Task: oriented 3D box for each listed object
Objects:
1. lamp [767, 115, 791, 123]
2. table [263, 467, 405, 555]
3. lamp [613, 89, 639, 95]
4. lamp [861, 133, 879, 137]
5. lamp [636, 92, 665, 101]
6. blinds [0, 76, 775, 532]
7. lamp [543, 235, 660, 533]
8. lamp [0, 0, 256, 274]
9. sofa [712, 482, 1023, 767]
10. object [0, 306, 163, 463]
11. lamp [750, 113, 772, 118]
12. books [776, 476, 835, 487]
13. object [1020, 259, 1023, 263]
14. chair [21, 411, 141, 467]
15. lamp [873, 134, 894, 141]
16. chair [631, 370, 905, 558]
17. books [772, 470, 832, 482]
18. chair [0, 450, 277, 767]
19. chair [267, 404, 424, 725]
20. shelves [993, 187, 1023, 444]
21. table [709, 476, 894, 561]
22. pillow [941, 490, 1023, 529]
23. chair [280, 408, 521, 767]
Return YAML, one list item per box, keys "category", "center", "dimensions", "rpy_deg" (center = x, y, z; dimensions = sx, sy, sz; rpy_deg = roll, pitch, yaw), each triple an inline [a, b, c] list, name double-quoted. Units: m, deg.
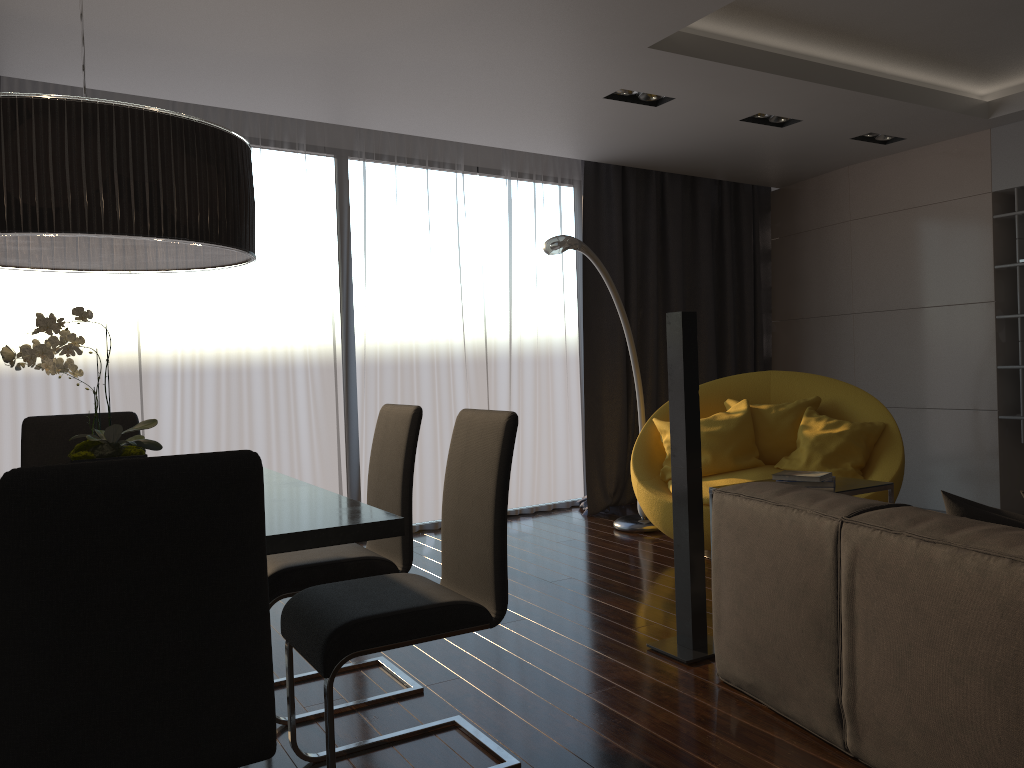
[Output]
- category: "lamp"
  center: [1.624, -1.621, 5.300]
  dimensions: [0.183, 0.077, 0.171]
  rpy_deg: [-2, 1, -18]
- category: "table"
  center: [-1.059, 0.697, 2.344]
  dimensions: [1.092, 0.760, 1.524]
  rpy_deg: [-3, 1, -30]
- category: "lamp"
  center: [0.601, -1.573, 4.667]
  dimensions: [0.186, 0.077, 0.167]
  rpy_deg: [-3, 1, -35]
- category: "lamp"
  center: [2.327, -1.653, 5.734]
  dimensions: [0.181, 0.077, 0.173]
  rpy_deg: [-2, 1, -11]
- category: "lamp"
  center: [0.762, -1.581, 4.767]
  dimensions: [0.183, 0.077, 0.171]
  rpy_deg: [-2, 1, -18]
- category: "blinds"
  center: [-0.996, -0.426, 5.358]
  dimensions: [7.905, 2.893, 0.708]
  rpy_deg: [-3, 1, -38]
- category: "lamp"
  center: [1.460, 0.019, 6.388]
  dimensions: [0.551, 1.779, 4.466]
  rpy_deg: [-1, 1, 40]
- category: "lamp"
  center: [-1.122, -0.882, 2.303]
  dimensions: [0.817, 1.102, 0.791]
  rpy_deg: [-2, 1, -6]
- category: "sofa"
  center: [2.305, 0.610, 2.402]
  dimensions: [2.841, 0.704, 2.391]
  rpy_deg: [-2, 1, -21]
- category: "object"
  center: [-1.097, 0.069, 2.219]
  dimensions: [0.326, 0.501, 0.545]
  rpy_deg: [-3, 1, -33]
- category: "lamp"
  center: [1.463, -1.613, 5.200]
  dimensions: [0.181, 0.077, 0.173]
  rpy_deg: [-2, 1, -11]
- category: "books"
  center: [1.209, 0.401, 3.619]
  dimensions: [0.224, 0.023, 0.168]
  rpy_deg: [-1, 1, 18]
- category: "object"
  center: [3.343, -0.874, 5.426]
  dimensions: [0.299, 0.227, 0.270]
  rpy_deg: [-3, 1, -30]
- category: "chair"
  center: [-1.462, 0.593, 3.058]
  dimensions: [0.449, 0.964, 0.544]
  rpy_deg: [-3, 1, -30]
- category: "lamp"
  center: [2.488, -1.660, 5.834]
  dimensions: [0.183, 0.077, 0.171]
  rpy_deg: [-2, 1, -18]
- category: "chair"
  center: [1.442, 0.435, 5.013]
  dimensions: [1.456, 1.005, 1.183]
  rpy_deg: [-1, 1, 26]
- category: "books"
  center: [1.195, 0.379, 3.623]
  dimensions: [0.195, 0.022, 0.163]
  rpy_deg: [-1, 1, 35]
- category: "chair"
  center: [-0.698, 0.598, 1.628]
  dimensions: [0.449, 0.964, 0.544]
  rpy_deg: [-3, 1, -30]
- category: "chair"
  center: [-0.618, 0.566, 3.002]
  dimensions: [0.600, 0.964, 0.407]
  rpy_deg: [-3, 1, -31]
- category: "shelves"
  center: [3.704, -0.432, 4.930]
  dimensions: [0.398, 1.600, 1.829]
  rpy_deg: [-2, 1, -29]
- category: "table"
  center: [1.192, 0.695, 3.606]
  dimensions: [0.631, 0.563, 0.428]
  rpy_deg: [-3, 1, -31]
- category: "pillow"
  center: [2.002, 0.380, 1.782]
  dimensions: [2.029, 0.431, 1.093]
  rpy_deg: [-1, 1, 21]
- category: "chair"
  center: [-0.295, 0.568, 2.418]
  dimensions: [0.600, 0.964, 0.407]
  rpy_deg: [-3, 1, -31]
